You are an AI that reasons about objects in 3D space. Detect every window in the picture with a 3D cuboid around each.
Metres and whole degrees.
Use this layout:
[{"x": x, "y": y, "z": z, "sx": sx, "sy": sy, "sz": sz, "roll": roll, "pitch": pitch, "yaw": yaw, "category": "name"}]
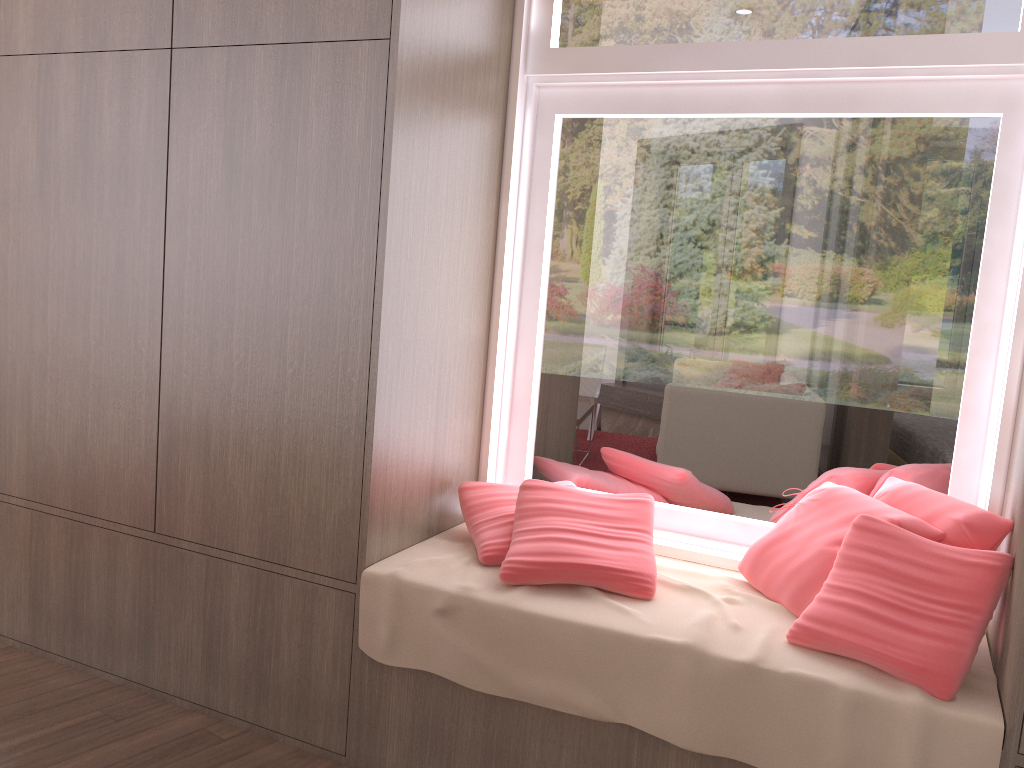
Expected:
[{"x": 0.646, "y": -0.612, "z": 2.402, "sx": 1.407, "sy": 2.229, "sz": 0.160, "roll": 8, "pitch": 7, "yaw": 24, "category": "window"}]

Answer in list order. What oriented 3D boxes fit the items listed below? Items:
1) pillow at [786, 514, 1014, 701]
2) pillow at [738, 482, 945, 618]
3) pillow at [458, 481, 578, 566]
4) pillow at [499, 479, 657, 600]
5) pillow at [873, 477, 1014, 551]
[{"x": 0.816, "y": 0.455, "z": 1.875, "sx": 0.264, "sy": 0.278, "sz": 0.357, "roll": -2, "pitch": 9, "yaw": -45, "category": "pillow"}, {"x": 0.768, "y": 0.406, "z": 2.170, "sx": 0.270, "sy": 0.279, "sz": 0.485, "roll": 3, "pitch": 7, "yaw": -17, "category": "pillow"}, {"x": 0.055, "y": 0.383, "z": 2.480, "sx": 0.397, "sy": 0.150, "sz": 0.373, "roll": 2, "pitch": 7, "yaw": -19, "category": "pillow"}, {"x": 0.179, "y": 0.390, "z": 2.280, "sx": 0.403, "sy": 0.200, "sz": 0.354, "roll": 5, "pitch": 7, "yaw": 1, "category": "pillow"}, {"x": 0.938, "y": 0.417, "z": 2.118, "sx": 0.193, "sy": 0.334, "sz": 0.484, "roll": 3, "pitch": 7, "yaw": -13, "category": "pillow"}]
